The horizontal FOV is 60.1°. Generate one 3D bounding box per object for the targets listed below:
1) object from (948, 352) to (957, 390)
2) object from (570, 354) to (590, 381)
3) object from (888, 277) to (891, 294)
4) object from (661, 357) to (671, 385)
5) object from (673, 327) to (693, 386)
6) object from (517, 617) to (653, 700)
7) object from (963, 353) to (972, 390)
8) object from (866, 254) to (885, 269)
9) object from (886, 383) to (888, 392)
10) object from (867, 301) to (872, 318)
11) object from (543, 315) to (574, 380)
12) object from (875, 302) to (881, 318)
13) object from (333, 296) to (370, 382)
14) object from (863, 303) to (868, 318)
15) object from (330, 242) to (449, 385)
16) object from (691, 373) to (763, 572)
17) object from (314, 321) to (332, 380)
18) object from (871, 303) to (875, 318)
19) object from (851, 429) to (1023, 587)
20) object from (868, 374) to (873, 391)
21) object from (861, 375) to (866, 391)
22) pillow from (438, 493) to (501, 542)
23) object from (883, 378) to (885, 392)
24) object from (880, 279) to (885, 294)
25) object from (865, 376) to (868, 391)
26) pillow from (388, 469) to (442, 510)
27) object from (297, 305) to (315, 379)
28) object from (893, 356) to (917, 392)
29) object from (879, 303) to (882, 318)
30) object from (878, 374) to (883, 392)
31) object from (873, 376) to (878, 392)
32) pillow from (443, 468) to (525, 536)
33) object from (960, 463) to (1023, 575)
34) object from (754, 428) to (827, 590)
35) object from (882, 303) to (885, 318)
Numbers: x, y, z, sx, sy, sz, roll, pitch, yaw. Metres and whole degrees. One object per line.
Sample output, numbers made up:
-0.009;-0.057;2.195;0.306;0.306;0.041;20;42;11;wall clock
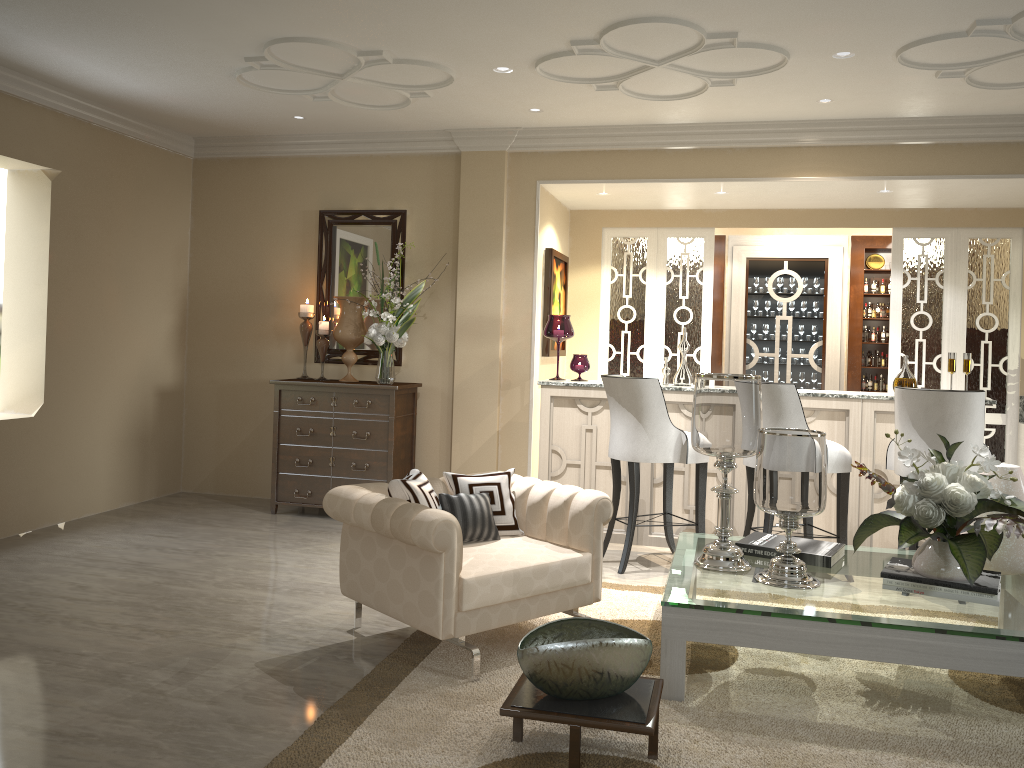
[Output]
2.293;-0.058;4.617;0.055;0.213;0.055;2;0;9;object
0.397;-0.096;5.175;0.119;0.154;0.119;2;1;18;object
3.175;-0.826;7.429;0.038;0.148;0.038;2;0;13;object
0.864;-0.071;4.966;0.051;0.161;0.051;2;0;9;object
0.959;-0.151;4.944;0.109;0.330;0.109;2;0;18;object
0.195;0.732;2.340;0.375;0.178;0.196;1;1;-11;object
2.363;-0.055;4.600;0.055;0.213;0.055;2;0;9;object
3.097;-1.040;7.542;0.151;0.142;0.058;2;0;12;object
3.157;0.010;7.428;0.034;0.115;0.034;2;0;11;object
3.025;-0.628;7.494;0.038;0.148;0.038;2;0;16;object
0.273;-0.215;5.207;0.181;0.381;0.181;2;0;18;object
3.069;-0.621;7.431;0.044;0.142;0.044;2;0;2;object
-1.007;-0.278;5.511;0.221;0.522;0.221;2;0;9;object
2.981;-0.620;7.461;0.039;0.132;0.039;2;0;-11;object
-0.734;-0.428;5.385;0.562;0.852;0.605;2;1;27;object
0.765;0.307;3.176;0.251;0.683;0.250;2;0;18;object
-1.185;-0.212;5.554;0.103;0.374;0.103;2;0;4;object
3.064;-0.620;7.507;0.039;0.132;0.039;2;0;17;object
1.420;0.401;2.929;0.547;0.474;0.510;2;1;15;object
3.018;-0.012;7.461;0.038;0.148;0.038;2;0;16;object
2.967;-0.009;7.473;0.033;0.137;0.032;2;0;23;object
-0.155;0.491;3.235;0.251;0.187;0.128;0;1;-39;pillow
3.124;0.008;7.467;0.033;0.114;0.103;2;1;34;object
3.118;-0.821;7.448;0.039;0.132;0.039;2;0;-21;object
3.013;-0.003;7.515;0.044;0.124;0.044;2;0;-3;object
-0.334;0.449;3.165;0.185;0.251;0.283;2;1;7;pillow
-1.300;-0.271;5.583;0.103;0.470;0.103;2;0;4;object
2.074;-0.044;4.671;0.120;0.212;0.119;2;0;18;object
3.111;-0.619;7.482;0.032;0.137;0.033;2;0;-17;object
3.097;-0.009;7.431;0.038;0.148;0.038;2;0;36;object
3.058;-0.003;7.451;0.039;0.132;0.039;2;0;-16;object
-0.108;0.465;3.399;0.300;0.269;0.198;1;1;-16;pillow
1.770;0.487;3.212;0.252;0.385;0.252;2;1;9;object
0.936;0.411;2.989;0.236;0.505;0.236;2;0;11;object
3.145;-0.619;7.508;0.032;0.137;0.033;2;0;-30;object
